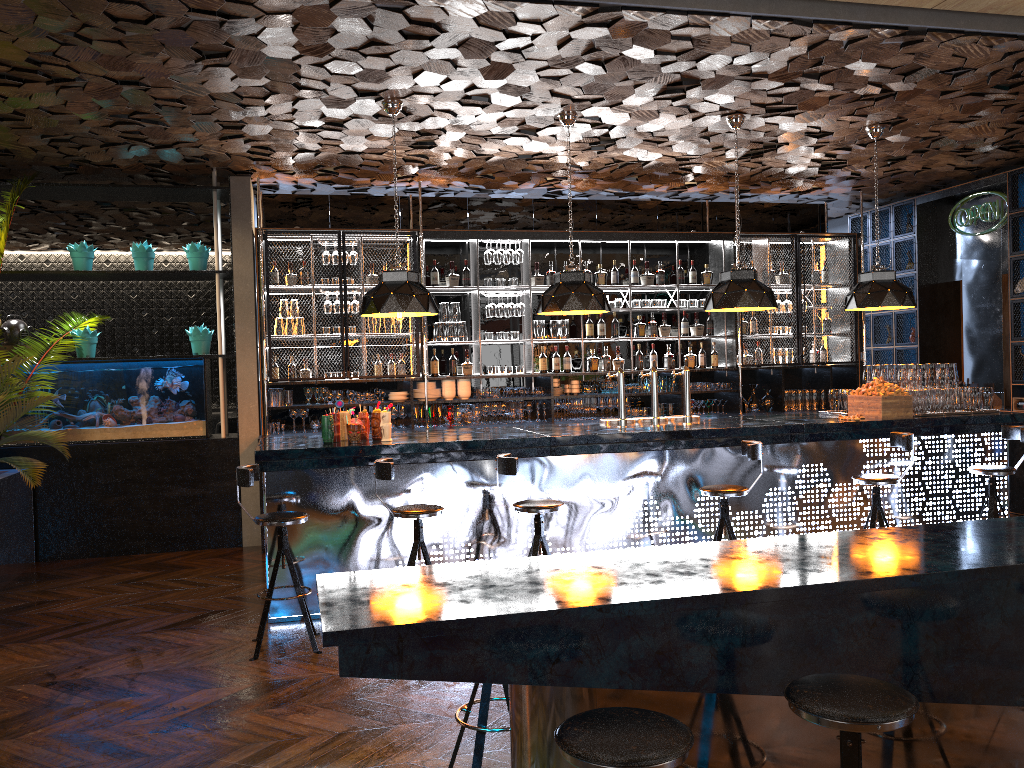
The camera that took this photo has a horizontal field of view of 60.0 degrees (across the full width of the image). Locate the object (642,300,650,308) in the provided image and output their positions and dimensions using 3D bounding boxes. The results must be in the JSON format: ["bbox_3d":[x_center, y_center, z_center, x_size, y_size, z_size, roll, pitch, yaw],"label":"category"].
[{"bbox_3d":[1.486,-0.886,9.836,0.089,0.092,0.089,-1,1,39],"label":"object"}]

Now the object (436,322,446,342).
[{"bbox_3d":[-0.753,-0.544,9.327,0.105,0.209,0.105,-1,1,31],"label":"object"}]

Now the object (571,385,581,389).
[{"bbox_3d":[0.682,0.039,9.558,0.094,0.069,0.106,-1,1,28],"label":"object"}]

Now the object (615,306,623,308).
[{"bbox_3d":[1.171,-0.875,9.746,0.089,0.092,0.089,-1,1,12],"label":"object"}]

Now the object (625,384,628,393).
[{"bbox_3d":[1.261,0.050,9.735,0.098,0.097,0.098,-1,1,24],"label":"object"}]

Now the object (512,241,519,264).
[{"bbox_3d":[0.041,-1.423,9.598,0.092,0.244,0.092,-1,1,37],"label":"object"}]

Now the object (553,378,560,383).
[{"bbox_3d":[0.462,-0.026,9.513,0.094,0.069,0.106,-2,1,-8],"label":"object"}]

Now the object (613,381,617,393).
[{"bbox_3d":[1.126,0.036,9.868,0.108,0.126,0.108,-3,2,-42],"label":"object"}]

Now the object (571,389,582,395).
[{"bbox_3d":[0.687,0.084,9.556,0.106,0.067,0.094,-2,1,-26],"label":"object"}]

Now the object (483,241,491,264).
[{"bbox_3d":[-0.263,-1.413,9.523,0.092,0.244,0.092,-1,1,37],"label":"object"}]

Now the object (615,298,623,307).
[{"bbox_3d":[1.170,-0.895,9.746,0.089,0.092,0.089,-2,1,-23],"label":"object"}]

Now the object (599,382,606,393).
[{"bbox_3d":[1.016,0.040,9.841,0.100,0.125,0.100,-2,1,-1],"label":"object"}]

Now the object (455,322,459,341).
[{"bbox_3d":[-0.562,-0.553,9.477,0.105,0.209,0.105,-1,1,31],"label":"object"}]

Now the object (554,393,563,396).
[{"bbox_3d":[0.474,0.115,9.520,0.149,0.022,0.149,0,2,45],"label":"object"}]

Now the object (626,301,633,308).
[{"bbox_3d":[1.321,-0.883,9.951,0.089,0.092,0.089,-1,1,28],"label":"object"}]

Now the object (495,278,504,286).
[{"bbox_3d":[-0.131,-1.075,9.459,0.089,0.092,0.089,-1,2,44],"label":"object"}]

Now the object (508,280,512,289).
[{"bbox_3d":[0.006,-1.083,9.631,0.089,0.092,0.089,-1,2,44],"label":"object"}]

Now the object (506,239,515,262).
[{"bbox_3d":[-0.020,-1.418,9.413,0.092,0.244,0.092,-1,1,37],"label":"object"}]

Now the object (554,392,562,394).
[{"bbox_3d":[0.474,0.104,9.519,0.149,0.023,0.149,0,2,45],"label":"object"}]

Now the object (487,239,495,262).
[{"bbox_3d":[-0.223,-1.411,9.363,0.092,0.244,0.092,-1,1,37],"label":"object"}]

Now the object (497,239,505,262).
[{"bbox_3d":[-0.116,-1.414,9.389,0.092,0.244,0.092,-1,1,37],"label":"object"}]

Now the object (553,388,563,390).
[{"bbox_3d":[0.472,0.061,9.518,0.149,0.025,0.149,-1,1,38],"label":"object"}]

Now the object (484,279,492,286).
[{"bbox_3d":[-0.254,-1.072,9.452,0.089,0.092,0.089,-1,2,44],"label":"object"}]

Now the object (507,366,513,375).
[{"bbox_3d":[-0.034,-0.145,9.544,0.089,0.092,0.089,-2,1,-3],"label":"object"}]

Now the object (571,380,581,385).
[{"bbox_3d":[0.681,-0.006,9.546,0.094,0.068,0.106,-2,1,-14],"label":"object"}]

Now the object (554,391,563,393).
[{"bbox_3d":[0.474,0.093,9.519,0.149,0.023,0.149,-2,1,-30],"label":"object"}]

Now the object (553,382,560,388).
[{"bbox_3d":[0.474,0.018,9.516,0.107,0.070,0.094,-1,1,17],"label":"object"}]

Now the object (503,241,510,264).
[{"bbox_3d":[-0.060,-1.420,9.573,0.092,0.244,0.092,-1,1,37],"label":"object"}]

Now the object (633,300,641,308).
[{"bbox_3d":[1.383,-0.882,9.798,0.089,0.092,0.089,-3,2,-42],"label":"object"}]

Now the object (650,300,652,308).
[{"bbox_3d":[1.538,-0.890,9.972,0.089,0.092,0.089,-2,1,-15],"label":"object"}]

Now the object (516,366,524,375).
[{"bbox_3d":[0.084,-0.147,9.508,0.089,0.092,0.089,-2,1,-3],"label":"object"}]

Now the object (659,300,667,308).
[{"bbox_3d":[1.682,-0.893,9.894,0.089,0.092,0.089,-1,1,30],"label":"object"}]

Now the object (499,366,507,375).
[{"bbox_3d":[-0.096,-0.140,9.427,0.089,0.092,0.089,-1,1,39],"label":"object"}]

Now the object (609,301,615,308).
[{"bbox_3d":[1.114,-0.876,9.876,0.089,0.092,0.089,-2,1,-25],"label":"object"}]

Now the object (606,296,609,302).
[{"bbox_3d":[1.022,-0.919,9.739,0.089,0.092,0.089,-2,1,-18],"label":"object"}]

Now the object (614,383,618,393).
[{"bbox_3d":[1.157,0.038,9.749,0.108,0.126,0.108,-2,1,-19],"label":"object"}]

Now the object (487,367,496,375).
[{"bbox_3d":[-0.215,-0.137,9.412,0.089,0.092,0.089,-3,2,-42],"label":"object"}]

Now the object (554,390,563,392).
[{"bbox_3d":[0.473,0.081,9.519,0.149,0.024,0.149,-2,1,-15],"label":"object"}]

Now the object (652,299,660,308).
[{"bbox_3d":[1.594,-0.889,9.837,0.089,0.092,0.089,-1,1,39],"label":"object"}]

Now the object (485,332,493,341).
[{"bbox_3d":[-0.244,-0.503,9.467,0.089,0.092,0.089,-2,1,-36],"label":"object"}]

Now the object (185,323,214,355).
[{"bbox_3d":[-3.055,-0.435,8.683,0.265,0.325,0.245,-2,1,-20],"label":"object"}]

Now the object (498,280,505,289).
[{"bbox_3d":[-0.113,-1.079,9.590,0.089,0.092,0.089,-2,1,-3],"label":"object"}]

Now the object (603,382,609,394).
[{"bbox_3d":[1.047,0.042,9.727,0.100,0.125,0.100,-1,1,34],"label":"object"}]

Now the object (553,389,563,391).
[{"bbox_3d":[0.474,0.071,9.518,0.149,0.026,0.148,-2,1,-7],"label":"object"}]

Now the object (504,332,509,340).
[{"bbox_3d":[-0.081,-0.510,9.578,0.089,0.092,0.089,-1,1,18],"label":"object"}]

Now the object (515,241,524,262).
[{"bbox_3d":[0.080,-1.421,9.438,0.092,0.244,0.092,-1,1,37],"label":"object"}]

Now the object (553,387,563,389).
[{"bbox_3d":[0.470,0.050,9.517,0.149,0.026,0.148,-2,1,-7],"label":"object"}]

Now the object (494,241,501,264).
[{"bbox_3d":[-0.156,-1.417,9.549,0.092,0.244,0.092,-1,1,37],"label":"object"}]

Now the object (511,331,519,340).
[{"bbox_3d":[0.032,-0.511,9.428,0.089,0.092,0.089,-2,1,-30],"label":"object"}]

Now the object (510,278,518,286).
[{"bbox_3d":[0.020,-1.079,9.445,0.089,0.092,0.089,-1,2,44],"label":"object"}]

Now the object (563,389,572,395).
[{"bbox_3d":[0.610,0.085,9.632,0.094,0.067,0.106,-1,1,38],"label":"object"}]

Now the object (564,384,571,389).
[{"bbox_3d":[0.616,0.039,9.631,0.094,0.069,0.105,-3,1,-37],"label":"object"}]

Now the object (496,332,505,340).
[{"bbox_3d":[-0.122,-0.507,9.453,0.089,0.092,0.089,-2,1,-36],"label":"object"}]

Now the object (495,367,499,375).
[{"bbox_3d":[-0.181,-0.141,9.595,0.089,0.092,0.089,-3,2,-42],"label":"object"}]
